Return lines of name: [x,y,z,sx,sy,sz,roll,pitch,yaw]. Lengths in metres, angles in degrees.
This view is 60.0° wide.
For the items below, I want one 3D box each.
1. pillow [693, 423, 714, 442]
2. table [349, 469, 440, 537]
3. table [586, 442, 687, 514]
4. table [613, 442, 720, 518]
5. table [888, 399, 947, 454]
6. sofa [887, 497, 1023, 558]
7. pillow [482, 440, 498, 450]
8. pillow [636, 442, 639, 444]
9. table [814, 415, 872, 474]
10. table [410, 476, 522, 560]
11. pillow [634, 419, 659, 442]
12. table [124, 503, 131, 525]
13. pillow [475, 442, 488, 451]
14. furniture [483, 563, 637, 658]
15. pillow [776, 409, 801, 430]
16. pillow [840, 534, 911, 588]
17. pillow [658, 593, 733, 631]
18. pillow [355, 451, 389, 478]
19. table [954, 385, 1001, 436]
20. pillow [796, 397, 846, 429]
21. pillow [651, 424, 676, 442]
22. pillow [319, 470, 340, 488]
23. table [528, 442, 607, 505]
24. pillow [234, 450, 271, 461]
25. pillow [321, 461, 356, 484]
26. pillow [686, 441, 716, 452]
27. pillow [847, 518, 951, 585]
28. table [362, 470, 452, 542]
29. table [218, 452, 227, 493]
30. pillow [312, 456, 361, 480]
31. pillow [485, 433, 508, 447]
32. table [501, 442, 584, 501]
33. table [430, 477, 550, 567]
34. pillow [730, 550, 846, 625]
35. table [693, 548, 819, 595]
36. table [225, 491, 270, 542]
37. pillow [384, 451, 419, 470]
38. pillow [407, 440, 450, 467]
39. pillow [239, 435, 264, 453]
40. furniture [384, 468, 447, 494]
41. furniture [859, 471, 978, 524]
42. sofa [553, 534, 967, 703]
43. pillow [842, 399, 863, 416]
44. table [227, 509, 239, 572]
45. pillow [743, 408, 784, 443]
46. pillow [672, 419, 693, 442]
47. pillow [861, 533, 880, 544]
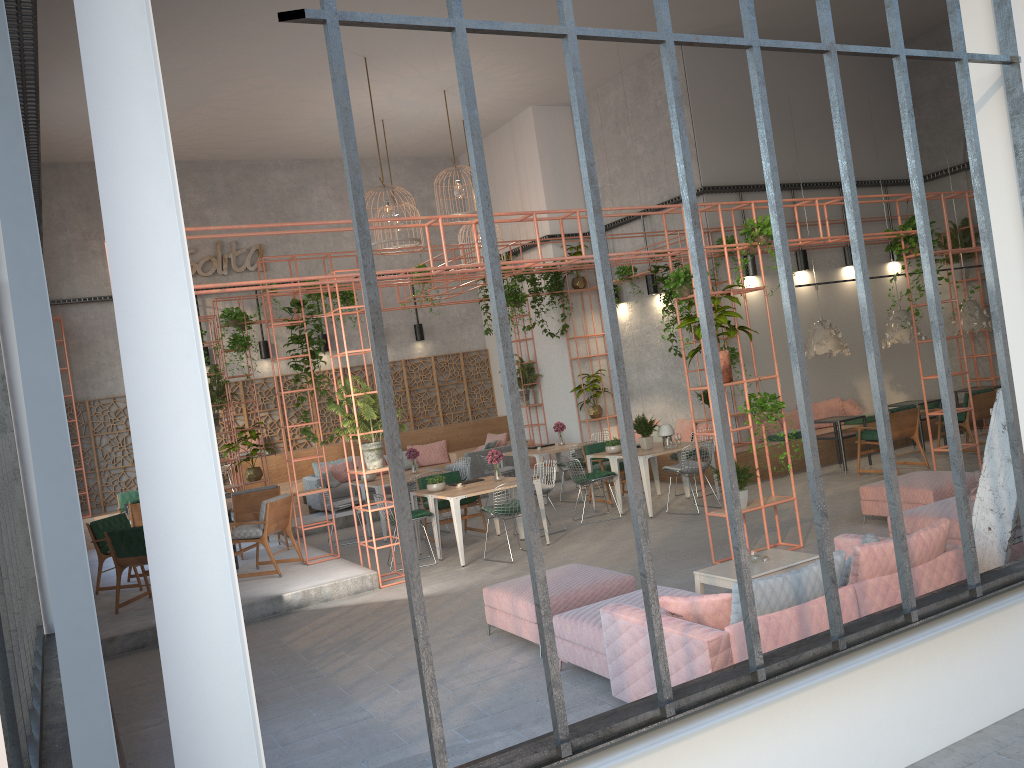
pillow: [3.334,0.858,15.059,0.289,0.385,0.666,-9,1,-32]
table: [-1.873,1.887,14.170,1.205,0.830,0.694,-9,0,-28]
table: [1.825,1.354,12.949,1.205,0.830,0.694,-9,0,-28]
table: [2.151,1.311,12.335,1.214,0.830,0.694,-9,0,-28]
table: [6.514,0.690,14.304,0.602,0.798,0.635,-9,0,-28]
sofa: [4.658,1.075,7.582,2.219,0.672,1.960,-9,0,-28]
pillow: [-0.461,1.278,16.990,0.308,0.349,0.495,-8,0,22]
pillow: [2.078,1.170,16.640,0.491,0.149,0.637,-9,0,-27]
table: [4.980,0.921,13.486,0.602,0.798,0.635,-9,0,-28]
table: [-0.600,1.732,11.635,1.205,0.830,0.694,-9,0,-28]
pillow: [2.455,0.925,16.770,0.276,0.474,0.839,-9,1,-37]
table: [-5.905,2.306,14.413,0.602,0.798,0.635,-9,0,-28]
pillow: [-0.619,1.317,17.415,0.479,0.317,0.441,-8,1,44]
furniture: [0.395,1.812,7.321,0.976,0.446,0.941,-9,0,-28]
pillow: [4.778,0.646,14.979,0.666,0.385,0.289,-9,1,-32]
pillow: [2.275,1.154,5.519,0.666,0.385,0.289,-9,0,-27]
pillow: [1.098,1.346,5.097,0.495,0.349,0.308,-8,0,22]
pillow: [-2.863,1.627,17.817,0.839,0.474,0.276,-9,1,-37]
table: [8.049,0.459,15.123,0.602,0.798,0.635,-9,0,-28]
pillow: [5.340,0.515,15.257,0.839,0.474,0.276,-8,0,-7]
pillow: [2.741,0.936,16.192,0.289,0.385,0.666,-9,1,-32]
pillow: [-3.298,1.734,16.152,0.307,0.324,0.499,-8,0,7]
table: [0.845,1.484,14.832,1.214,0.830,0.694,-9,0,-28]
pillow: [-5.066,1.391,17.281,0.637,0.149,0.491,-9,0,-27]
pillow: [-3.237,1.672,16.528,0.666,0.385,0.289,-9,0,-27]
pillow: [3.034,1.044,14.813,0.491,0.149,0.637,-9,0,-27]
pillow: [2.328,1.115,5.379,0.839,0.474,0.276,-9,0,-27]
table: [-1.548,1.844,13.558,1.214,0.830,0.694,-9,0,-28]
table: [-5.738,1.711,16.608,0.602,0.798,0.635,-9,0,-28]
pillow: [-3.299,1.648,16.667,0.839,0.474,0.276,-9,0,-27]
pillow: [-0.339,1.210,17.434,0.273,0.476,0.836,-9,0,-27]
table: [0.519,1.527,15.446,1.205,0.830,0.694,-9,0,-28]
table: [-0.274,1.688,11.021,1.214,0.830,0.694,-9,0,-28]
pillow: [1.531,1.237,4.967,0.836,0.476,0.273,-9,0,-27]
table: [1.908,1.597,6.791,0.916,0.455,0.520,-9,0,-28]
table: [-4.104,2.049,13.492,0.602,0.798,0.635,-9,0,-28]
pillow: [-2.259,1.583,18.112,0.666,0.385,0.289,-9,1,-32]
pillow: [-1.743,1.459,18.414,0.839,0.474,0.276,-8,0,-7]
pillow: [-5.149,1.193,17.566,0.499,0.324,0.307,-8,0,-13]
furniture: [-1.802,1.861,16.627,0.975,0.446,0.941,-9,0,-28]
furniture: [4.418,1.206,9.467,0.976,0.446,0.941,-9,0,-28]
sofa: [1.566,1.541,5.933,2.219,0.672,1.960,-9,0,-28]
pillow: [5.899,0.477,15.577,0.666,0.385,0.289,-9,1,-32]
table: [-3.848,2.030,10.964,0.635,0.798,0.602,-8,0,12]
pillow: [4.199,0.687,14.698,0.839,0.474,0.276,-9,1,-37]
pillow: [3.010,0.853,15.617,0.276,0.474,0.839,-8,0,-7]
pillow: [2.350,1.190,5.895,0.307,0.324,0.500,-8,0,7]
